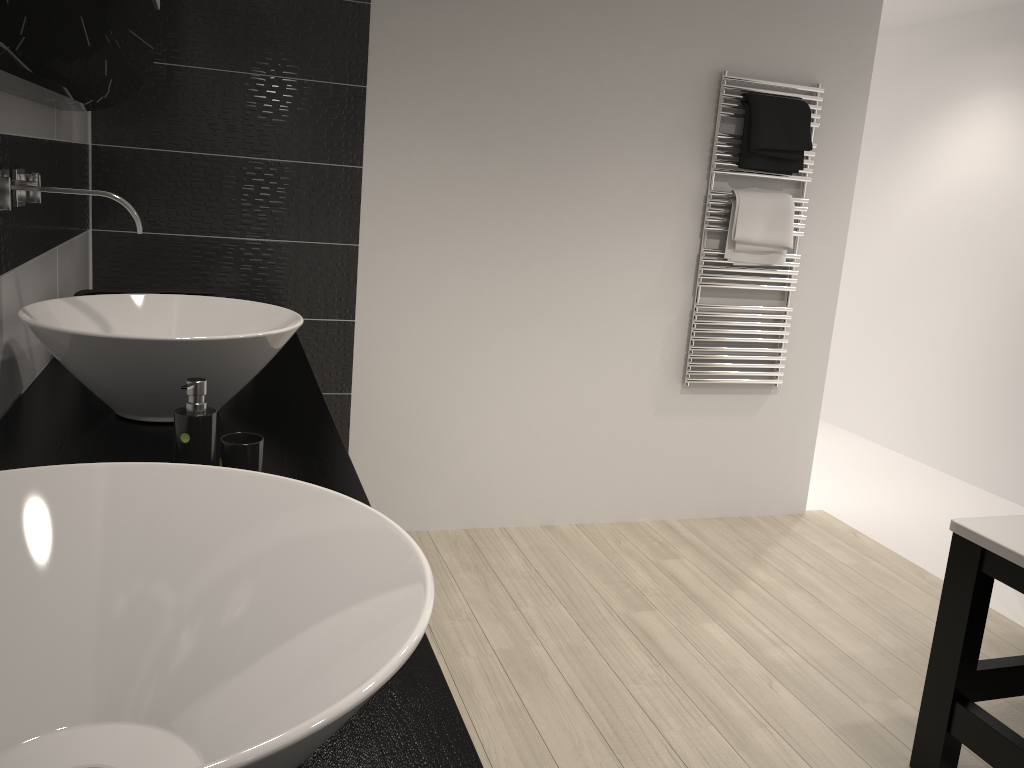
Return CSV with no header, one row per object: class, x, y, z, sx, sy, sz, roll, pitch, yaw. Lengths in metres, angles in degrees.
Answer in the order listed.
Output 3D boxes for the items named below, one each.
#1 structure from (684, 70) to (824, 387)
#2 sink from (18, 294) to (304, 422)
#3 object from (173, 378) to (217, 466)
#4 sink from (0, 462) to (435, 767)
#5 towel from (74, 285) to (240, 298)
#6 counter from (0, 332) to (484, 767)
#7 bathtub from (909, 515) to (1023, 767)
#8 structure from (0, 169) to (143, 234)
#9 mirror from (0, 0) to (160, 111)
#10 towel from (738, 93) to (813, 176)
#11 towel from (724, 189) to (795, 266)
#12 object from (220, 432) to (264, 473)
structure,1.009,-0.616,3.712,0.472,1.284,0.040,1,12,-18
sink,-0.738,-0.049,1.903,0.560,0.211,0.562,-5,16,-39
object,-0.495,0.094,1.385,0.063,0.206,0.063,-4,14,-38
sink,-0.349,0.252,0.713,0.560,0.211,0.562,10,14,24
towel,-0.987,-0.210,2.434,0.406,0.130,0.390,-3,15,-31
counter,-0.535,0.251,1.336,0.655,0.084,3.870,1,13,-18
bathtub,1.851,0.917,1.381,1.008,0.672,2.194,1,13,-18
structure,-0.883,-0.366,1.784,0.259,0.107,0.369,1,13,-18
mirror,-0.654,-0.867,1.129,0.258,0.896,2.631,1,13,-18
towel,1.070,-1.009,3.592,0.300,0.307,0.142,0,12,-21
towel,1.026,-0.641,3.670,0.303,0.307,0.099,1,12,-17
object,-0.413,0.147,1.349,0.063,0.133,0.063,8,12,16
